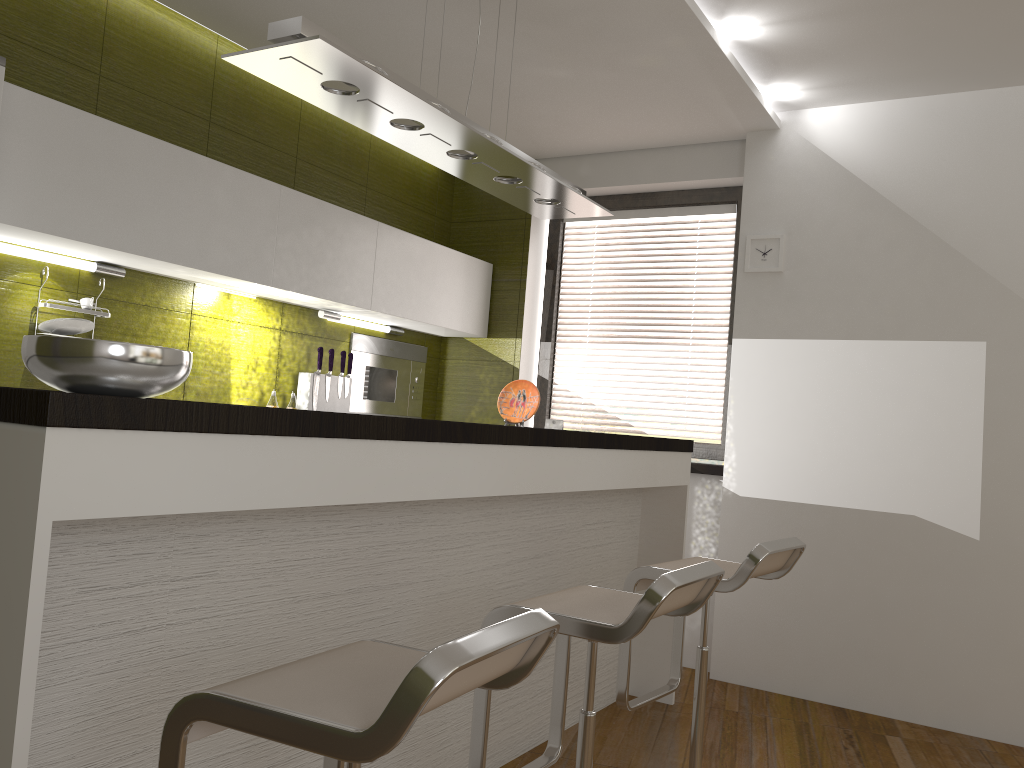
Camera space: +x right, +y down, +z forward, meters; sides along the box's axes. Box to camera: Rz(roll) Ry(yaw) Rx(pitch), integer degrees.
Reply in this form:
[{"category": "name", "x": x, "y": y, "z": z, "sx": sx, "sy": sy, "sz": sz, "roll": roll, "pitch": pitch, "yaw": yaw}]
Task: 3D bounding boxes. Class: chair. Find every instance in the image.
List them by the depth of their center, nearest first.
[{"category": "chair", "x": -0.235, "y": 0.755, "z": 1.320, "sx": 0.460, "sy": 0.857, "sz": 0.418, "roll": 3, "pitch": -3, "yaw": 26}, {"category": "chair", "x": 0.190, "y": 0.822, "z": 2.050, "sx": 0.460, "sy": 0.857, "sz": 0.418, "roll": 3, "pitch": -3, "yaw": 31}, {"category": "chair", "x": 0.615, "y": 0.889, "z": 2.779, "sx": 0.460, "sy": 0.857, "sz": 0.418, "roll": 3, "pitch": -3, "yaw": 36}]

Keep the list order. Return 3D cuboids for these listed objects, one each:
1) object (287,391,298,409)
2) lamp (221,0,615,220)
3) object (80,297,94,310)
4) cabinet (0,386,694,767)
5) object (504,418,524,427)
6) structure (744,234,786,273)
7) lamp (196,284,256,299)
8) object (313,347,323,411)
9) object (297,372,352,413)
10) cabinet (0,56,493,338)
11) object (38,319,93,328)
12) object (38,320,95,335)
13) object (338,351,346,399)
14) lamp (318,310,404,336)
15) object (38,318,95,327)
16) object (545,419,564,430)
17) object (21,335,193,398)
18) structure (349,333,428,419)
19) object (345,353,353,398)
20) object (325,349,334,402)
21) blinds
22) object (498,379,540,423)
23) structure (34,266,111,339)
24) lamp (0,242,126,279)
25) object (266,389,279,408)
[{"category": "object", "x": -1.025, "y": 0.095, "z": 4.142, "sx": 0.059, "sy": 0.121, "sz": 0.059, "roll": 5, "pitch": -3, "yaw": -2}, {"category": "lamp", "x": -0.133, "y": -1.070, "z": 2.851, "sx": 0.326, "sy": 0.683, "sz": 1.677, "roll": 3, "pitch": -3, "yaw": 30}, {"category": "object", "x": -1.578, "y": -0.296, "z": 3.287, "sx": 0.046, "sy": 0.053, "sz": 0.051, "roll": 6, "pitch": -3, "yaw": -28}, {"category": "cabinet", "x": -0.278, "y": 0.677, "z": 2.733, "sx": 0.663, "sy": 1.134, "sz": 2.947, "roll": 3, "pitch": -3, "yaw": 30}, {"category": "object", "x": 0.025, "y": 0.107, "z": 3.533, "sx": 0.088, "sy": 0.131, "sz": 0.072, "roll": 3, "pitch": -3, "yaw": 25}, {"category": "structure", "x": 1.218, "y": -0.627, "z": 4.271, "sx": 0.180, "sy": 0.180, "sz": 0.026, "roll": 3, "pitch": -3, "yaw": 30}, {"category": "lamp", "x": -1.256, "y": -0.407, "z": 3.908, "sx": 0.008, "sy": 0.008, "sz": 0.334, "roll": 3, "pitch": -3, "yaw": 30}, {"category": "object", "x": -0.928, "y": -0.010, "z": 4.210, "sx": 0.013, "sy": 0.339, "sz": 0.046, "roll": 3, "pitch": -3, "yaw": 31}, {"category": "object", "x": -0.914, "y": 0.070, "z": 4.319, "sx": 0.107, "sy": 0.227, "sz": 0.293, "roll": 3, "pitch": -3, "yaw": 31}, {"category": "cabinet", "x": -1.259, "y": 0.167, "z": 3.750, "sx": 0.724, "sy": 2.089, "sz": 3.471, "roll": 3, "pitch": -3, "yaw": 30}, {"category": "object", "x": -1.596, "y": -0.205, "z": 3.180, "sx": 0.173, "sy": 0.052, "sz": 0.181, "roll": 3, "pitch": -3, "yaw": 30}, {"category": "object", "x": -1.595, "y": -0.202, "z": 3.179, "sx": 0.173, "sy": 0.052, "sz": 0.181, "roll": 3, "pitch": -3, "yaw": 30}, {"category": "object", "x": -0.839, "y": -0.044, "z": 4.357, "sx": 0.013, "sy": 0.243, "sz": 0.036, "roll": 3, "pitch": -3, "yaw": 31}, {"category": "lamp", "x": -0.776, "y": -0.316, "z": 4.647, "sx": 0.095, "sy": 0.041, "sz": 0.716, "roll": 3, "pitch": -3, "yaw": 30}, {"category": "object", "x": -1.597, "y": -0.208, "z": 3.180, "sx": 0.173, "sy": 0.052, "sz": 0.181, "roll": 3, "pitch": -3, "yaw": 30}, {"category": "object", "x": 0.230, "y": 0.282, "z": 4.929, "sx": 0.106, "sy": 0.169, "sz": 0.057, "roll": 3, "pitch": -3, "yaw": 25}, {"category": "object", "x": -0.810, "y": -0.026, "z": 1.781, "sx": 0.311, "sy": 0.105, "sz": 0.311, "roll": 2, "pitch": -4, "yaw": 43}, {"category": "structure", "x": -0.682, "y": -0.007, "z": 4.902, "sx": 0.015, "sy": 0.469, "sz": 0.663, "roll": 3, "pitch": -3, "yaw": 30}, {"category": "object", "x": -0.813, "y": -0.042, "z": 4.400, "sx": 0.013, "sy": 0.231, "sz": 0.040, "roll": 3, "pitch": -3, "yaw": 31}, {"category": "object", "x": -0.885, "y": -0.041, "z": 4.280, "sx": 0.013, "sy": 0.264, "sz": 0.042, "roll": 3, "pitch": -3, "yaw": 31}, {"category": "blinds", "x": -0.097, "y": -2.741, "z": 9.040, "sx": 16.000, "sy": 12.704, "sz": 9.030, "roll": 5, "pitch": -3, "yaw": -20}, {"category": "object", "x": 0.027, "y": 0.069, "z": 3.536, "sx": 0.184, "sy": 0.178, "sz": 0.055, "roll": 3, "pitch": -3, "yaw": 27}, {"category": "structure", "x": -1.596, "y": -0.238, "z": 3.241, "sx": 0.110, "sy": 0.346, "sz": 0.266, "roll": 3, "pitch": -3, "yaw": 30}, {"category": "lamp", "x": -1.692, "y": -0.458, "z": 3.134, "sx": 0.041, "sy": 0.041, "sz": 0.715, "roll": 3, "pitch": -3, "yaw": 30}, {"category": "object", "x": -1.083, "y": 0.084, "z": 4.017, "sx": 0.059, "sy": 0.121, "sz": 0.059, "roll": 5, "pitch": -3, "yaw": -14}]
